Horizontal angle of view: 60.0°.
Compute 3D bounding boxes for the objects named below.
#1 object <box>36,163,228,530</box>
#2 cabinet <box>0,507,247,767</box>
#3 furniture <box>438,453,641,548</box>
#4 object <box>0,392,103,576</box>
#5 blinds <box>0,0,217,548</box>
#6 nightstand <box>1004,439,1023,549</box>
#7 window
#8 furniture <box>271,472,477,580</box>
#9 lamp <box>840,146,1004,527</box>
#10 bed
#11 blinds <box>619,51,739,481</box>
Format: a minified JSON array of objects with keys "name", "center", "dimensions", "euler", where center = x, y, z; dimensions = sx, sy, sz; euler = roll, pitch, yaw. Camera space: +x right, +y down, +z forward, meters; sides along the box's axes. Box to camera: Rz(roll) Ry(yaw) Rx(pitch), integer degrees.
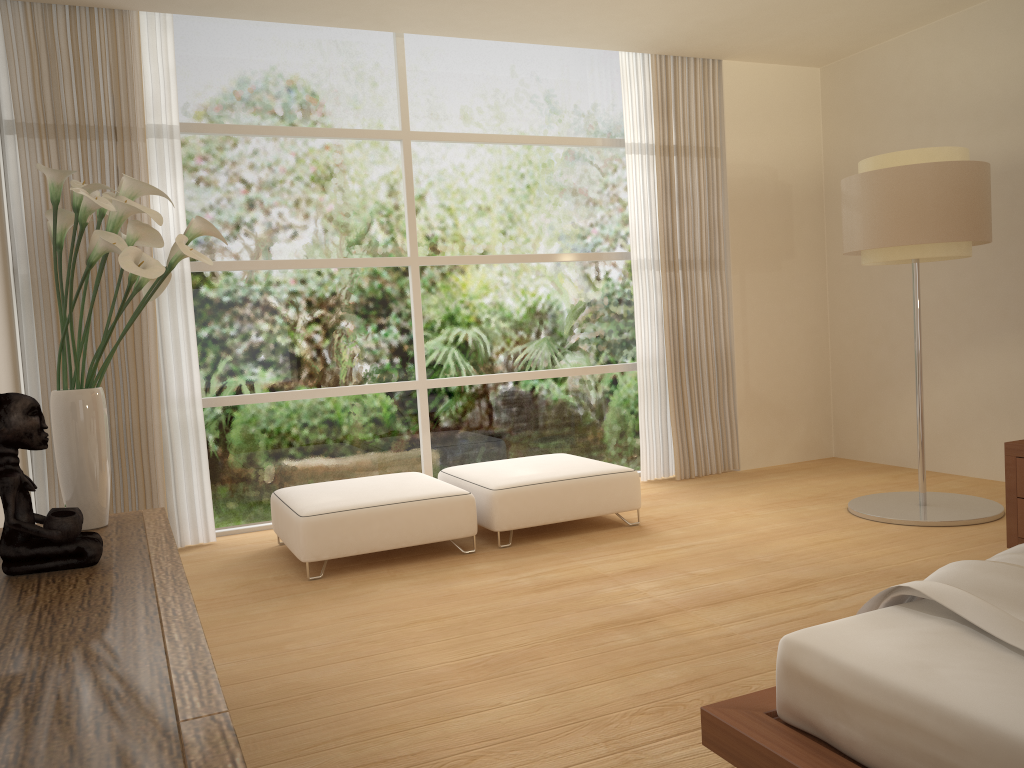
[{"name":"object","center":[-1.182,-0.117,2.725],"dimensions":[0.608,1.085,0.515],"euler":[-2,4,24]},{"name":"cabinet","center":[-0.658,0.828,1.189],"dimensions":[0.588,0.662,3.713],"euler":[-5,4,-24]},{"name":"furniture","center":[0.143,0.672,5.410],"dimensions":[0.965,0.346,0.964],"euler":[-5,4,-24]},{"name":"object","center":[-1.184,0.236,2.196],"dimensions":[0.282,0.453,0.181],"euler":[-5,4,-24]},{"name":"blinds","center":[-2.306,-0.666,5.046],"dimensions":[0.950,3.352,0.211],"euler":[-5,4,-25]},{"name":"nightstand","center":[3.342,0.585,2.234],"dimensions":[0.493,0.539,4.220],"euler":[-5,4,-24]},{"name":"window","center":[-0.677,-0.836,6.050],"dimensions":[4.781,3.371,0.071],"euler":[-5,4,-24]},{"name":"furniture","center":[-0.801,0.755,4.991],"dimensions":[0.965,0.346,0.964],"euler":[-5,4,-24]},{"name":"lamp","center":[2.320,-0.274,5.065],"dimensions":[0.817,2.018,0.817],"euler":[-2,4,19]},{"name":"bed","center":[2.072,0.685,1.610],"dimensions":[2.535,0.570,2.599],"euler":[-5,4,-24]},{"name":"blinds","center":[1.253,-0.975,6.570],"dimensions":[0.814,3.351,0.202],"euler":[-5,4,-25]}]
